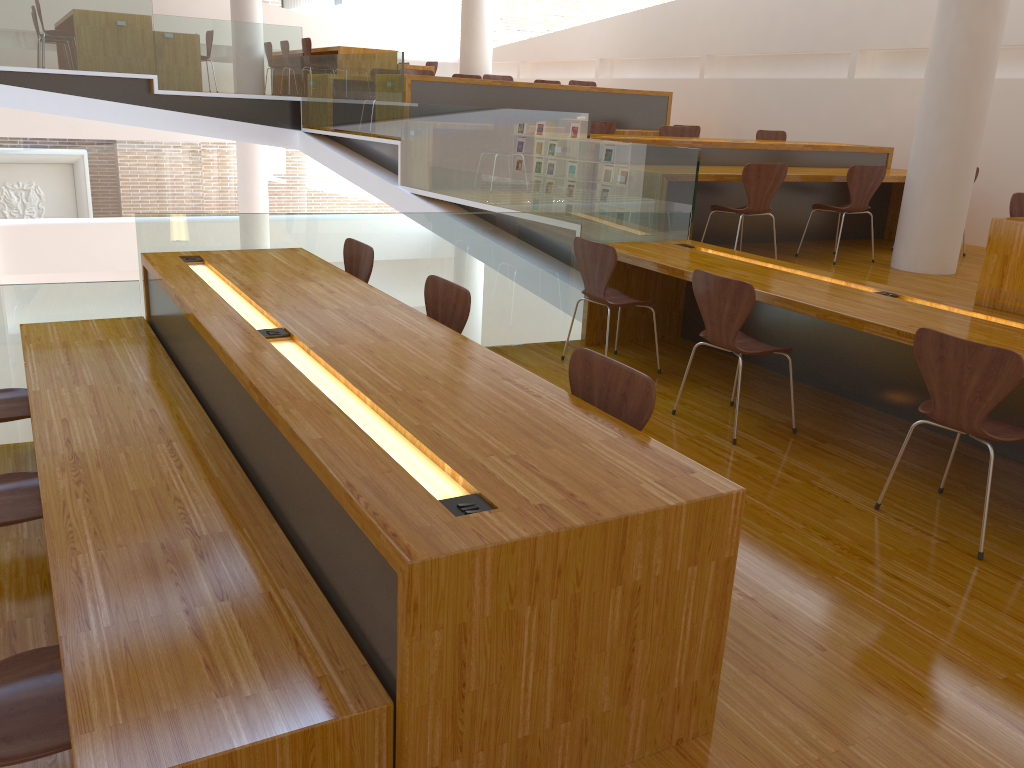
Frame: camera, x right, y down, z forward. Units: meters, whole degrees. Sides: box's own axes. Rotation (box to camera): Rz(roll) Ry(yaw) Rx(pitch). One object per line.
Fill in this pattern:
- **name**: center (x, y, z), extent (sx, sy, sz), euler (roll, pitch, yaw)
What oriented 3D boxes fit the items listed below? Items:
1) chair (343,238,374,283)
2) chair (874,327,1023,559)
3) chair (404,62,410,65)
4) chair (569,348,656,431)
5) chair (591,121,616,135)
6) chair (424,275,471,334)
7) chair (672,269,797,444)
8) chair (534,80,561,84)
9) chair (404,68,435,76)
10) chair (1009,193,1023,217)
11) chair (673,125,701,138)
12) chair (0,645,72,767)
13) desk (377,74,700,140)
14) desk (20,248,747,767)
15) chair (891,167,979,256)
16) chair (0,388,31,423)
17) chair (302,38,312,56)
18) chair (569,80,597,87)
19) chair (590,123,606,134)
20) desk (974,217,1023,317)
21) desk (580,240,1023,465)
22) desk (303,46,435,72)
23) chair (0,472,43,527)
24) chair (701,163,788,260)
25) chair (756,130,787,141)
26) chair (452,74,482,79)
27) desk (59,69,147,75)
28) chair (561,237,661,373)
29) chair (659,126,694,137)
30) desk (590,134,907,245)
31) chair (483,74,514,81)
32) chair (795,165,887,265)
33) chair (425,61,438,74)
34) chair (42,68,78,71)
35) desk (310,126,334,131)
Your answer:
- **chair**: center (-0.875, -0.311, 4.157), extent (0.381, 0.693, 0.428), euler (-7, 20, -29)
- **chair**: center (1.606, 0.164, 3.054), extent (0.381, 0.693, 0.428), euler (-7, 20, -29)
- **chair**: center (-1.724, -4.312, 12.874), extent (0.381, 0.693, 0.428), euler (-7, 20, -29)
- **chair**: center (0.109, 0.288, 2.413), extent (0.381, 0.693, 0.428), euler (-7, 20, -29)
- **chair**: center (0.768, -2.289, 8.928), extent (0.428, 0.693, 0.381), euler (-7, 20, -29)
- **chair**: center (-0.403, -0.035, 3.355), extent (0.381, 0.693, 0.428), euler (-7, 20, -29)
- **chair**: center (1.028, -0.150, 3.960), extent (0.381, 0.693, 0.428), euler (-7, 20, -29)
- **chair**: center (0.339, -3.436, 11.096), extent (0.428, 0.693, 0.381), euler (-7, 20, -29)
- **chair**: center (-0.937, -2.965, 9.387), extent (0.428, 0.693, 0.381), euler (-7, 20, -29)
- **chair**: center (2.589, -0.543, 4.235), extent (0.428, 0.693, 0.381), euler (-7, 20, -29)
- **chair**: center (1.725, -2.418, 9.494), extent (0.428, 0.693, 0.381), euler (-7, 20, -29)
- **chair**: center (-1.011, 0.721, 1.902), extent (0.381, 0.693, 0.428), euler (-7, 20, -29)
- **desk**: center (0.320, -2.625, 9.346), extent (3.216, 1.022, 1.248), euler (-7, 20, -29)
- **desk**: center (-0.880, 0.262, 3.013), extent (1.285, 0.918, 3.236), euler (-7, 20, -29)
- **chair**: center (3.358, -1.379, 7.021), extent (0.428, 0.693, 0.381), euler (-7, 20, -29)
- **chair**: center (-2.063, 0.130, 3.609), extent (0.381, 0.693, 0.428), euler (-7, 20, -29)
- **chair**: center (-2.390, -3.913, 11.016), extent (0.381, 0.693, 0.428), euler (-7, 20, -29)
- **chair**: center (0.894, -3.173, 10.349), extent (0.428, 0.693, 0.381), euler (-7, 20, -29)
- **chair**: center (0.690, -1.823, 7.418), extent (0.428, 0.693, 0.381), euler (-7, 20, -29)
- **desk**: center (3.620, -0.485, 4.348), extent (3.185, 0.606, 0.760), euler (-7, 20, -29)
- **desk**: center (1.529, -0.110, 4.075), extent (0.760, 0.606, 3.185), euler (-7, 20, -29)
- **desk**: center (-2.314, -4.201, 12.337), extent (1.247, 0.762, 3.194), euler (-7, 20, -29)
- **chair**: center (-1.590, 0.406, 2.807), extent (0.381, 0.693, 0.428), euler (-7, 20, -29)
- **chair**: center (1.554, -1.148, 5.990), extent (0.428, 0.693, 0.381), euler (-7, 20, -29)
- **chair**: center (2.532, -2.031, 8.386), extent (0.428, 0.693, 0.381), euler (-7, 20, -29)
- **chair**: center (-0.618, -3.308, 10.530), extent (0.428, 0.693, 0.381), euler (-7, 20, -29)
- **desk**: center (-4.776, -4.027, 10.867), extent (1.248, 0.757, 3.196), euler (-7, 20, -29)
- **chair**: center (0.555, -0.427, 4.762), extent (0.381, 0.693, 0.428), euler (-7, 20, -29)
- **chair**: center (1.537, -1.925, 7.883), extent (0.428, 0.693, 0.381), euler (-7, 20, -29)
- **desk**: center (1.951, -1.521, 7.093), extent (3.243, 0.785, 1.527), euler (-7, 20, -29)
- **chair**: center (-0.090, -3.067, 9.851), extent (0.428, 0.693, 0.381), euler (-7, 20, -29)
- **chair**: center (2.401, -1.250, 6.455), extent (0.428, 0.693, 0.381), euler (-7, 20, -29)
- **chair**: center (-1.251, -4.036, 12.072), extent (0.381, 0.693, 0.428), euler (-7, 20, -29)
- **chair**: center (-4.894, -3.748, 9.567), extent (0.381, 0.693, 0.428), euler (-7, 20, -29)
- **desk**: center (-0.734, -3.392, 10.920), extent (3.356, 0.606, 0.760), euler (-7, 20, -29)
